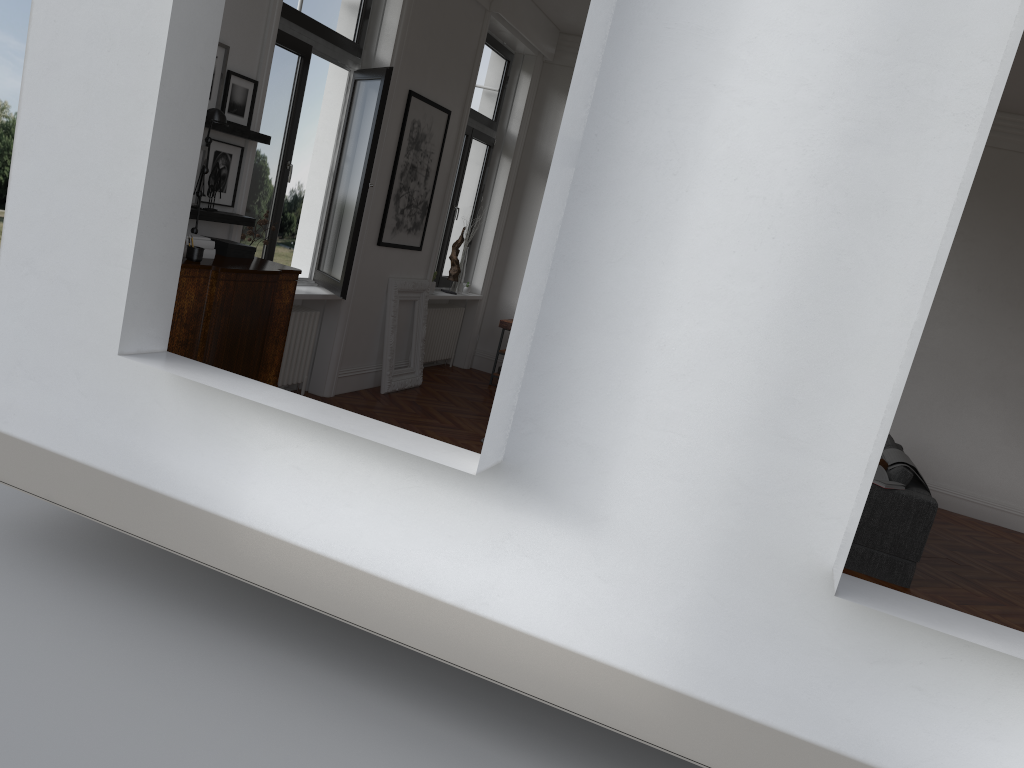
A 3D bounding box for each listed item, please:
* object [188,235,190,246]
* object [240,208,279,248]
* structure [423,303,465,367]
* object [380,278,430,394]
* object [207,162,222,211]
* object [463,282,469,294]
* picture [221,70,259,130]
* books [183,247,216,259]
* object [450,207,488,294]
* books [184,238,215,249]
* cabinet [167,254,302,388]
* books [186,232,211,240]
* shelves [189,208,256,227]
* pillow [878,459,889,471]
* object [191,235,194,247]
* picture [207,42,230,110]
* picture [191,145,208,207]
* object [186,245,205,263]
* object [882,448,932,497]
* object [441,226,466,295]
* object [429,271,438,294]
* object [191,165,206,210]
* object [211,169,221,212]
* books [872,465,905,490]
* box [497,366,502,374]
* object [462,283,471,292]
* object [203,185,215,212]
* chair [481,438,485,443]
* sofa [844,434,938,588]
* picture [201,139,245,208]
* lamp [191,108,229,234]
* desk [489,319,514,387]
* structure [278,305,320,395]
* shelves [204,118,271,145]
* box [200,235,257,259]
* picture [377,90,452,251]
[{"bbox_3d":[-1.682,-0.716,4.626,0.010,0.140,0.045,16,11,13],"label":"object"},{"bbox_3d":[-1.847,-0.971,6.254,0.317,0.602,0.539,11,11,-12],"label":"object"},{"bbox_3d":[-0.944,-0.496,9.931,0.225,0.781,1.450,17,11,16],"label":"structure"},{"bbox_3d":[-1.018,-0.470,8.544,0.233,1.066,0.828,17,11,16],"label":"object"},{"bbox_3d":[-1.805,-1.195,5.361,0.040,0.300,0.118,17,11,16],"label":"object"},{"bbox_3d":[-0.520,-1.111,10.223,0.071,0.135,0.072,23,14,41],"label":"object"},{"bbox_3d":[-1.672,-1.734,5.432,0.020,0.304,0.289,17,11,16],"label":"picture"},{"bbox_3d":[-1.812,-0.742,4.854,0.229,0.057,0.294,17,10,16],"label":"books"},{"bbox_3d":[-0.467,-1.521,9.920,0.289,1.058,0.295,18,12,19],"label":"object"},{"bbox_3d":[-1.805,-0.792,4.847,0.254,0.044,0.239,17,10,16],"label":"books"},{"bbox_3d":[-1.862,-0.138,5.124,0.639,1.222,1.263,17,11,16],"label":"cabinet"},{"bbox_3d":[-1.780,-0.814,4.832,0.179,0.014,0.200,17,10,16],"label":"books"},{"bbox_3d":[-1.959,-0.988,5.006,0.155,0.055,1.511,17,10,16],"label":"shelves"},{"bbox_3d":[2.535,0.712,6.630,0.470,0.398,0.328,6,13,-36],"label":"pillow"},{"bbox_3d":[-1.660,-0.715,4.612,0.010,0.120,0.050,18,11,19],"label":"object"},{"bbox_3d":[-1.771,-1.771,5.074,0.020,0.410,0.368,17,11,16],"label":"picture"},{"bbox_3d":[-1.927,-1.220,5.119,0.020,0.366,0.433,17,11,16],"label":"picture"},{"bbox_3d":[-1.667,-0.682,4.656,0.091,0.078,0.091,12,10,-10],"label":"object"},{"bbox_3d":[3.036,0.756,6.826,0.399,0.389,0.750,17,11,16],"label":"object"},{"bbox_3d":[-0.614,-1.360,9.694,0.165,0.756,0.142,7,13,-31],"label":"object"},{"bbox_3d":[-0.829,-1.049,9.129,0.098,0.245,0.102,13,11,-6],"label":"object"},{"bbox_3d":[-1.843,-1.162,5.241,0.040,0.261,0.123,17,11,16],"label":"object"},{"bbox_3d":[-1.813,-1.191,5.437,0.040,0.263,0.110,17,11,16],"label":"object"},{"bbox_3d":[2.616,0.650,6.295,0.225,0.096,0.277,8,12,-31],"label":"books"},{"bbox_3d":[0.025,-0.132,10.143,0.296,0.083,0.317,17,10,16],"label":"box"},{"bbox_3d":[-0.547,-1.132,10.411,0.132,0.098,0.134,11,11,-13],"label":"object"},{"bbox_3d":[-1.808,-1.113,5.308,0.040,0.161,0.066,17,11,16],"label":"object"},{"bbox_3d":[0.271,0.138,7.477,0.744,0.876,0.751,17,11,16],"label":"chair"},{"bbox_3d":[2.724,0.796,7.570,1.260,0.832,2.639,17,10,16],"label":"sofa"},{"bbox_3d":[-1.796,-1.297,5.474,0.020,0.386,0.342,17,11,16],"label":"picture"},{"bbox_3d":[-1.732,-1.132,4.970,0.174,0.805,0.488,10,11,-19],"label":"lamp"},{"bbox_3d":[0.706,-0.133,9.991,1.795,0.761,0.646,17,11,16],"label":"desk"},{"bbox_3d":[-1.981,-0.202,6.848,0.225,0.781,1.450,17,11,16],"label":"structure"},{"bbox_3d":[-1.834,-1.488,4.906,0.157,0.055,1.511,17,10,16],"label":"shelves"},{"bbox_3d":[-1.719,-0.824,5.365,0.208,0.087,0.281,17,10,16],"label":"box"},{"bbox_3d":[-0.867,-1.870,7.965,0.035,1.328,0.881,17,11,16],"label":"picture"}]
